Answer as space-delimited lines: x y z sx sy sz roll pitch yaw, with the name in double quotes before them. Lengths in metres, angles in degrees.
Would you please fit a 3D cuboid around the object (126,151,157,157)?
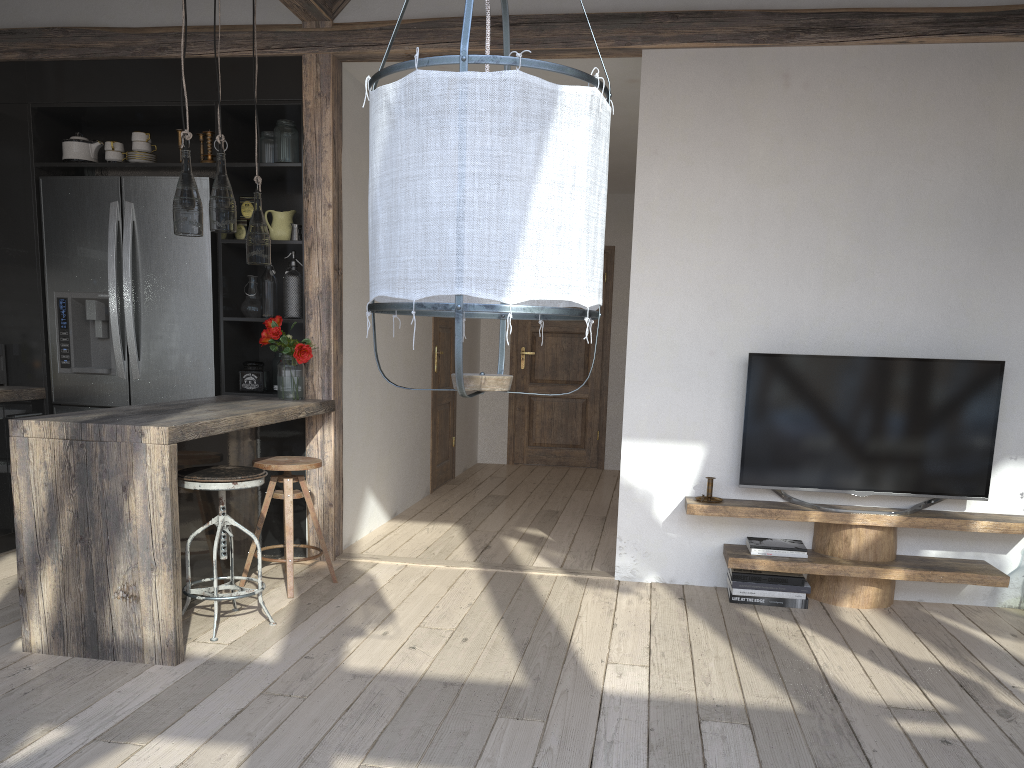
"object" -1.911 -1.176 4.543 0.148 0.026 0.147 -1 4 -39

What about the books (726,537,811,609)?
"books" 1.215 0.889 4.173 0.359 0.269 0.286 3 6 9

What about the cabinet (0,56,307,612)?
"cabinet" -2.338 -0.298 2.981 2.090 2.547 4.158 3 5 9

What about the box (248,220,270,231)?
"box" -1.315 -0.792 4.575 0.082 0.115 0.081 4 8 19

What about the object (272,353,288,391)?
"object" -1.260 -0.065 4.852 0.125 0.210 0.122 1 8 -4

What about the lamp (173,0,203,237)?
"lamp" -1.145 -1.206 3.206 0.225 1.311 0.106 4 10 11

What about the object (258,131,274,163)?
"object" -1.236 -1.194 4.508 0.125 0.175 0.124 -5 10 -41

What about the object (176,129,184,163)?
"object" -1.685 -1.203 4.476 0.059 0.170 0.058 1 9 -6

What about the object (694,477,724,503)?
"object" 0.944 0.503 4.198 0.139 0.114 0.137 1 6 -8

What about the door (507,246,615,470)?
"door" 0.445 -0.240 8.276 0.940 2.108 0.080 3 10 9

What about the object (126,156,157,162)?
"object" -1.912 -1.153 4.547 0.148 0.026 0.147 -1 4 -39

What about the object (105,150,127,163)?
"object" -2.058 -1.169 4.575 0.106 0.069 0.093 -1 6 -29

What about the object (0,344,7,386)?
"object" -2.916 -0.107 4.739 0.351 0.231 0.086 3 9 9

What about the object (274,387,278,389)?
"object" -1.164 0.030 4.712 0.214 0.025 0.212 1 3 -23

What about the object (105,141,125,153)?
"object" -2.057 -1.215 4.561 0.105 0.069 0.093 5 6 37

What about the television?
"television" 1.626 0.230 4.043 1.101 0.719 0.203 3 9 9

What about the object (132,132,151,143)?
"object" -1.900 -1.253 4.528 0.106 0.069 0.093 1 5 -5

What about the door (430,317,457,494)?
"door" -0.531 -0.209 6.990 0.082 2.108 0.827 3 9 9

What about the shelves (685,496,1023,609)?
"shelves" 1.612 0.814 4.096 1.601 0.459 0.326 2 7 9

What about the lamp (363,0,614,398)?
"lamp" -0.026 -0.932 1.402 0.397 1.929 0.402 -6 12 -39

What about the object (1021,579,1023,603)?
"object" 2.586 0.513 3.905 0.516 1.140 0.270 1 9 -4

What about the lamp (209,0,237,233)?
"lamp" -1.106 -1.243 3.486 0.239 1.260 0.106 5 10 20

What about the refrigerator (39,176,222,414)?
"refrigerator" -1.958 -0.107 4.989 0.942 1.956 0.837 3 9 9

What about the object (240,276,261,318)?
"object" -1.378 -0.461 4.685 0.132 0.224 0.130 5 8 21

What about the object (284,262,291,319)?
"object" -1.171 -0.495 4.681 0.085 0.307 0.084 -4 11 -34

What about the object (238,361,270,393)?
"object" -1.375 -0.040 4.693 0.134 0.168 0.132 2 7 -1

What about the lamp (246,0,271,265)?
"lamp" -1.051 -1.204 3.797 0.225 1.366 0.107 4 10 11

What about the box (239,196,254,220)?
"box" -1.366 -0.907 4.555 0.083 0.115 0.081 0 7 -11

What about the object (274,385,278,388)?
"object" -1.164 0.022 4.711 0.214 0.025 0.212 0 3 -28

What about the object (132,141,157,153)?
"object" -1.906 -1.209 4.541 0.094 0.068 0.105 4 5 20

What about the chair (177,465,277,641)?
"chair" -1.156 0.659 3.523 0.350 0.648 0.351 9 11 42

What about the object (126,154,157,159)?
"object" -1.912 -1.165 4.545 0.148 0.026 0.147 -1 4 -39

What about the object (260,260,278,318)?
"object" -1.265 -0.494 4.580 0.086 0.307 0.084 2 9 1

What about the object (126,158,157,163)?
"object" -1.913 -1.141 4.549 0.148 0.023 0.148 4 4 36

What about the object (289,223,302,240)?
"object" -1.092 -0.773 4.493 0.093 0.098 0.073 3 7 9

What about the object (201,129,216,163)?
"object" -1.529 -1.200 4.453 0.096 0.175 0.094 -1 8 -17

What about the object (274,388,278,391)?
"object" -1.165 0.038 4.713 0.214 0.025 0.212 0 3 -33

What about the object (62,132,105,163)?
"object" -2.269 -1.233 4.639 0.185 0.177 0.206 -3 8 -40

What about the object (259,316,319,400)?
"object" -1.112 -0.130 4.398 0.309 0.422 0.249 8 10 41

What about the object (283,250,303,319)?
"object" -1.124 -0.511 4.538 0.108 0.356 0.107 9 12 38

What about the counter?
"counter" -2.326 0.545 2.913 2.239 0.866 3.763 2 3 9

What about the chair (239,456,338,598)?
"chair" -1.049 0.652 4.124 0.339 0.606 0.337 6 9 29

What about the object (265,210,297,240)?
"object" -1.195 -0.817 4.562 0.149 0.173 0.133 1 7 -5

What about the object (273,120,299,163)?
"object" -1.128 -1.202 4.399 0.124 0.210 0.123 4 8 13

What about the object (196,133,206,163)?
"object" -1.596 -1.206 4.534 0.061 0.176 0.061 9 11 37

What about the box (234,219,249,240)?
"box" -1.401 -0.796 4.592 0.082 0.115 0.081 3 7 9
